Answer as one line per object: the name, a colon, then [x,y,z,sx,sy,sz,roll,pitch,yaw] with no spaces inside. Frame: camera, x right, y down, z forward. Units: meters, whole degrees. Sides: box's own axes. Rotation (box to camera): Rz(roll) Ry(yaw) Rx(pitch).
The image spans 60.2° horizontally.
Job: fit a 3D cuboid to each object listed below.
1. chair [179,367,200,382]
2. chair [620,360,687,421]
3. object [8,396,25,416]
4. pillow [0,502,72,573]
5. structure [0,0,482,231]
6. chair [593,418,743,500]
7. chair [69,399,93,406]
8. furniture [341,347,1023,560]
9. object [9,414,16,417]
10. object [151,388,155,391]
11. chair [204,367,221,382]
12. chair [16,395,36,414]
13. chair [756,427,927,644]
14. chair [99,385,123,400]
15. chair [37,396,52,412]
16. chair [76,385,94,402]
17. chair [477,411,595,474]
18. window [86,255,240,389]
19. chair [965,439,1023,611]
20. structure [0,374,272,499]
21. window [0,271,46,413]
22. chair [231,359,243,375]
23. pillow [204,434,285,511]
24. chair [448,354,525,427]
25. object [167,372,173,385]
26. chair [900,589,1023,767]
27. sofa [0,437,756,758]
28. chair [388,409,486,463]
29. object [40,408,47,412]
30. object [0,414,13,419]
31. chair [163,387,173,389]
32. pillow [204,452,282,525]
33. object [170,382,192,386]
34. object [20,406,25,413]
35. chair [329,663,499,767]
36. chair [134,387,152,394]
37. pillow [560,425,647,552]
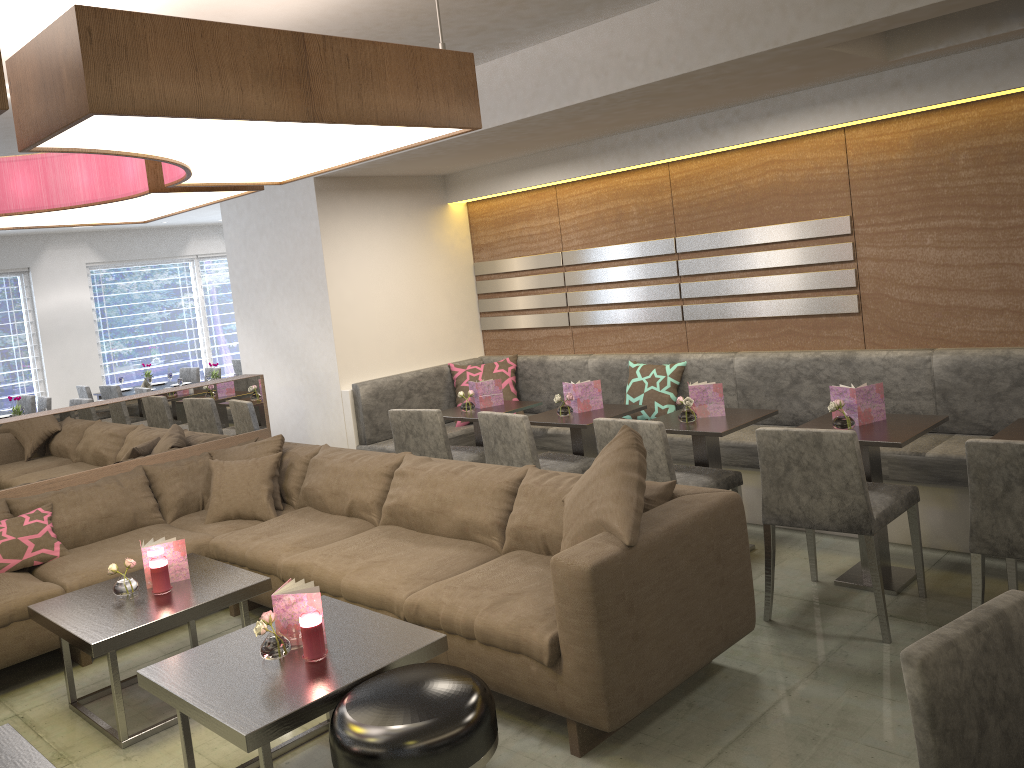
chair: [-3.765,0.229,9.898,0.476,0.758,0.496,-3,6,40]
chair: [0.829,0.065,5.221,0.221,0.393,0.426,-11,7,-44]
object: [-4.005,0.227,7.141,0.154,0.275,0.105,-3,5,43]
pillow: [-2.242,0.712,3.945,0.180,0.251,0.467,-3,8,41]
structure: [-1.833,-0.872,2.635,2.443,0.615,2.461,1,10,45]
chair: [0.703,0.492,3.986,0.495,0.758,0.476,-11,6,-42]
chair: [-3.887,0.546,7.619,0.476,0.758,0.496,-3,6,40]
furniture: [0.353,0.603,3.095,5.641,0.849,4.290,1,10,45]
object: [-3.919,0.311,6.957,0.053,0.138,0.053,-6,4,3]
object: [-3.775,0.073,9.091,0.216,0.015,0.219,-3,8,23]
chair: [-3.386,0.237,9.507,0.495,0.758,0.476,-10,6,-40]
chair: [-4.960,0.529,8.691,0.476,0.758,0.496,-3,6,40]
chair: [1.258,0.502,3.423,0.476,0.758,0.496,-3,6,41]
chair: [-3.852,0.352,9.051,0.476,0.758,0.496,-3,6,40]
chair: [-4.580,0.536,8.300,0.495,0.758,0.476,-10,6,-40]
chair: [-4.265,0.356,9.382,0.495,0.758,0.476,-10,6,-40]
chair: [0.167,0.482,4.532,0.495,0.758,0.476,-10,6,-38]
window: [-3.923,-0.775,12.243,0.158,2.062,3.687,-4,7,45]
chair: [1.780,0.514,2.873,0.476,0.758,0.496,-2,6,44]
structure: [-2.822,0.769,4.056,0.223,1.002,3.803,-3,7,45]
window: [-8.112,0.276,8.009,0.158,2.061,7.158,-4,7,45]
chair: [-3.022,0.044,10.638,0.495,0.758,0.476,-10,6,-40]
pillow: [-1.396,0.484,4.633,0.525,0.392,0.294,-5,5,14]
chair: [-0.171,0.047,5.995,0.491,0.425,0.297,-7,5,-2]
object: [-3.649,-0.051,9.447,0.053,0.138,0.053,-6,4,3]
chair: [0.977,0.803,1.397,0.480,0.758,0.492,-9,5,-32]
sofa: [-1.597,0.956,2.844,3.175,0.672,3.796,1,10,45]
chair: [-0.360,0.476,5.041,0.476,0.758,0.496,-3,6,37]
object: [-3.785,0.268,7.160,0.053,0.138,0.053,-6,4,3]
object: [-4.699,0.305,8.156,0.216,0.015,0.218,1,11,45]
chair: [-2.780,0.369,7.978,0.476,0.758,0.496,-3,6,40]
pillow: [-1.345,0.535,4.429,0.380,0.321,0.236,-7,5,0]
object: [-3.505,0.005,9.363,0.216,0.015,0.219,-3,8,23]
object: [-4.193,0.262,7.568,0.053,0.138,0.053,-6,4,3]
chair: [-0.236,0.987,2.256,0.421,0.448,0.426,-4,6,26]
chair: [-3.192,0.373,8.309,0.495,0.758,0.476,-10,6,-40]
pillow: [0.301,0.399,2.917,0.300,0.510,0.621,-9,6,-31]
